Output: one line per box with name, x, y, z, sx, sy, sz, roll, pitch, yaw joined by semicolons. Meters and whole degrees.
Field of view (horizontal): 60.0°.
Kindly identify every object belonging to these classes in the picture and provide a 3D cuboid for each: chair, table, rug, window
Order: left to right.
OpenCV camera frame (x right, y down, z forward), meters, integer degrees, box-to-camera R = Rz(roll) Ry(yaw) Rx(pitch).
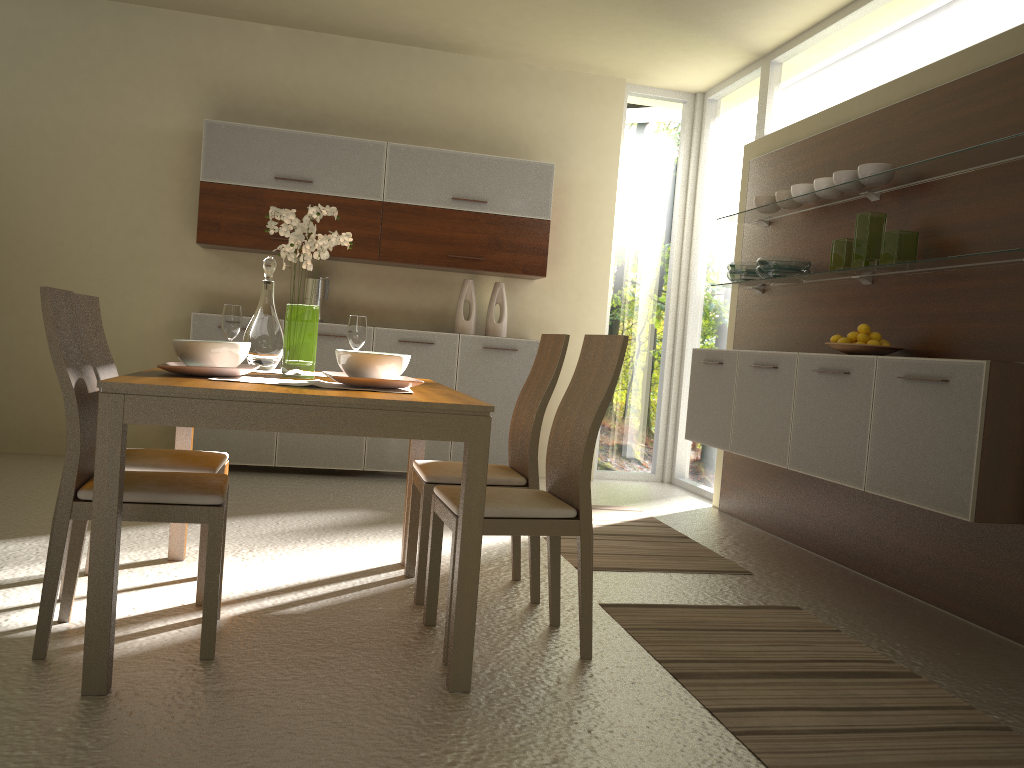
chair;-1.105;0.250;2.627;0.507;1.017;0.404;4;2;-16
chair;-1.278;0.216;3.124;0.507;1.017;0.404;4;2;-12
window;-1.076;-0.798;4.054;6.429;3.000;4.466;4;2;-15
table;-0.717;0.380;2.992;1.000;0.790;1.411;4;2;-13
chair;-0.108;0.295;3.433;0.507;1.017;0.404;4;2;-13
chair;0.032;0.330;2.861;0.507;1.017;0.404;4;2;-15
rug;0.536;0.798;4.768;0.842;0.007;1.613;4;2;-12
rug;0.911;0.914;2.704;0.843;0.010;1.613;4;2;-12

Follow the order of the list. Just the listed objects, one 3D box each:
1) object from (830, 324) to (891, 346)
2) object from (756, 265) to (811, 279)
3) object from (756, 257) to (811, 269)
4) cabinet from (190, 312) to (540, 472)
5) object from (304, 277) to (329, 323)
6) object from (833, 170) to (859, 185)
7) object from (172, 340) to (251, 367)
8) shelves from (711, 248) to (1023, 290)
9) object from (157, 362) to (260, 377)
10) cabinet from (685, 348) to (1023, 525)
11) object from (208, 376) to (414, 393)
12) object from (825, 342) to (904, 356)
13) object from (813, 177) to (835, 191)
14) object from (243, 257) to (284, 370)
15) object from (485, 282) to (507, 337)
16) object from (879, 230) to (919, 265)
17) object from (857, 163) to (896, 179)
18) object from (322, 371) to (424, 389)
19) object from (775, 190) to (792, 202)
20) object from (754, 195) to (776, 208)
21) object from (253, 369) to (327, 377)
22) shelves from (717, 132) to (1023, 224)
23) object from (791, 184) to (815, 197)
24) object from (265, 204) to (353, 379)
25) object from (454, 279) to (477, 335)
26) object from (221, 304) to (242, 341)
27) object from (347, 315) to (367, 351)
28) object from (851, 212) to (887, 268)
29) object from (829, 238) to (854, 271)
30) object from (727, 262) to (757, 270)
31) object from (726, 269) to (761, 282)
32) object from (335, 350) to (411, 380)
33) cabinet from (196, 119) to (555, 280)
object;1.595;-0.206;4.050;0.230;0.139;0.259;2;3;-43
object;1.477;-0.601;4.841;0.288;0.068;0.288;6;3;36
object;1.481;-0.643;4.839;0.288;0.068;0.288;6;3;36
cabinet;-0.994;0.115;6.095;2.318;1.018;0.372;4;2;-13
object;-1.329;-0.571;5.994;0.181;0.305;0.150;4;2;-6
object;1.637;-0.980;4.293;0.163;0.077;0.163;6;3;36
object;-0.934;-0.085;2.753;0.232;0.107;0.233;4;2;-1
shelves;1.621;-0.530;4.313;0.255;0.008;2.463;4;2;-13
object;-0.934;-0.045;2.755;0.283;0.041;0.283;4;2;-13
cabinet;1.512;0.142;4.327;0.372;0.570;2.463;4;2;-13
object;-0.605;-0.002;2.727;0.589;0.010;0.287;4;2;-10
object;1.600;-0.150;4.038;0.337;0.053;0.337;5;2;19
object;1.609;-0.990;4.486;0.163;0.077;0.163;6;3;29
object;-0.929;-0.268;3.353;0.156;0.426;0.156;6;3;29
object;-0.103;-0.526;6.280;0.153;0.384;0.153;5;3;21
object;1.706;-0.591;3.909;0.112;0.160;0.111;4;2;-13
object;1.688;-0.969;4.112;0.163;0.077;0.163;6;3;36
object;-0.441;-0.008;2.775;0.283;0.033;0.283;4;2;-19
object;1.531;-1.013;4.878;0.163;0.077;0.163;6;3;36
object;1.464;-1.026;5.073;0.163;0.077;0.163;6;3;36
object;-0.818;-0.045;3.353;0.589;0.010;0.287;4;2;-16
shelves;1.653;-0.936;4.296;0.255;0.008;2.463;4;2;-13
object;1.554;-1.003;4.677;0.163;0.077;0.163;6;3;36
object;-0.714;-0.324;3.068;0.304;0.608;0.302;4;2;-10
object;-0.319;-0.541;6.231;0.153;0.384;0.153;5;3;21
object;-1.053;-0.179;3.321;0.075;0.232;0.075;6;3;36
object;-0.589;-0.141;3.352;0.075;0.232;0.075;6;3;36
object;1.647;-0.656;4.090;0.099;0.259;0.099;4;2;-13
object;1.614;-0.614;4.270;0.111;0.160;0.112;4;2;-13
object;1.401;-0.663;5.177;0.288;0.068;0.288;6;3;36
object;1.398;-0.621;5.179;0.288;0.068;0.288;6;3;36
object;-0.437;-0.048;2.773;0.233;0.101;0.233;3;3;-24
cabinet;-0.890;-1.221;6.040;2.318;0.789;0.372;4;2;-13
